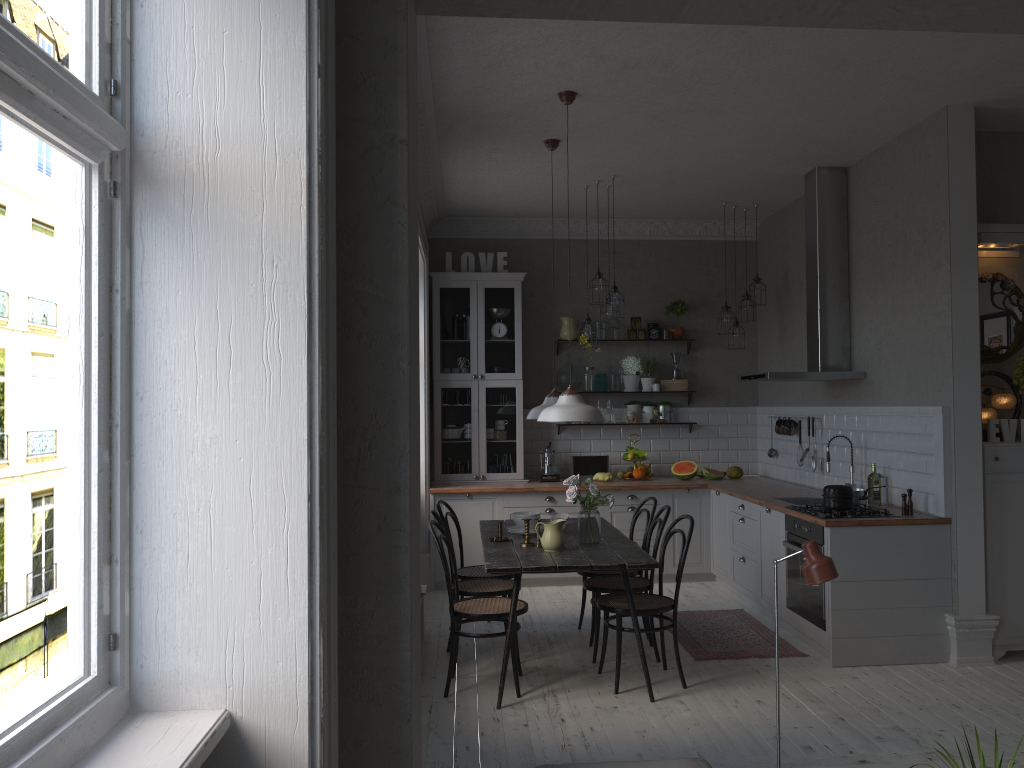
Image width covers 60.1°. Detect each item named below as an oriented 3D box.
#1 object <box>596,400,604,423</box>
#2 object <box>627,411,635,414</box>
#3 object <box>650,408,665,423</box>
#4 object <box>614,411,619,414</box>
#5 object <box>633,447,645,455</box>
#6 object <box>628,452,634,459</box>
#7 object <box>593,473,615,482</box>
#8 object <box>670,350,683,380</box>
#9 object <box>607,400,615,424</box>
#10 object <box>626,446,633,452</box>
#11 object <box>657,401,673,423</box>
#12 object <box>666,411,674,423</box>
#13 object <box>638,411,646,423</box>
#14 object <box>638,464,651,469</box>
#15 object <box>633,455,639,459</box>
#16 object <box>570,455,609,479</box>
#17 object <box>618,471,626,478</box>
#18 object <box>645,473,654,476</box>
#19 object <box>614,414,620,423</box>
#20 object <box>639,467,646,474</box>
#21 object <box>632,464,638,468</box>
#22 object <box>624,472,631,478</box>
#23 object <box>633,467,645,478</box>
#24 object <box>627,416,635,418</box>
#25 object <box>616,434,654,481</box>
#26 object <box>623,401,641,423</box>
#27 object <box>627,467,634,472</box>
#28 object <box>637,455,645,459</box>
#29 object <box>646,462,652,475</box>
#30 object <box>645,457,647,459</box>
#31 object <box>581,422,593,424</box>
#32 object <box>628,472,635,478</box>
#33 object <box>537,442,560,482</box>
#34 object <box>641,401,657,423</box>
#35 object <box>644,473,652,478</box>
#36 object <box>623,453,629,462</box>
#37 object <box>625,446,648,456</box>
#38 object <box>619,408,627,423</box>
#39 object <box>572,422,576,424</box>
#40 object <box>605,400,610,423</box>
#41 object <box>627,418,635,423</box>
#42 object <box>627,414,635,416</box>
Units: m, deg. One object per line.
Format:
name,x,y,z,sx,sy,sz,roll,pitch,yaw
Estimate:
object,0.833,0.265,8.385,0.083,0.217,0.081,0,-2,-18
object,1.116,0.282,8.308,0.078,0.051,0.076,0,-2,-19
object,1.379,0.296,8.379,0.121,0.147,0.098,1,-2,-37
object,1.011,0.297,8.416,0.077,0.083,0.078,-1,-2,13
object,1.176,0.629,8.243,0.179,0.096,0.089,-1,-2,15
object,1.091,0.660,8.123,0.058,0.069,0.079,-1,-2,15
object,0.829,0.841,7.996,0.197,0.083,0.188,0,-1,-4
object,1.569,-0.182,8.457,0.132,0.287,0.129,0,-2,-19
object,0.928,0.262,8.301,0.083,0.217,0.081,0,-2,-18
object,1.085,0.597,8.172,0.074,0.058,0.050,0,-2,-28
object,1.465,0.265,8.484,0.159,0.213,0.152,0,-1,-7
object,1.490,0.311,8.371,0.078,0.108,0.077,0,-1,-11
object,1.229,0.314,8.372,0.078,0.108,0.077,0,-1,-11
object,1.233,0.773,8.226,0.128,0.056,0.059,0,-2,-13
object,1.132,0.682,8.141,0.064,0.061,0.066,0,-1,-4
object,0.720,0.776,8.190,0.353,0.226,0.088,0,-1,-5
object,1.025,0.837,8.201,0.075,0.072,0.154,-1,-2,25
object,1.218,0.839,8.265,0.213,0.044,0.055,-2,-2,33
object,1.011,0.330,8.415,0.077,0.083,0.078,-1,-2,13
object,1.192,0.800,8.149,0.087,0.078,0.089,-1,-2,22
object,1.153,0.793,8.260,0.086,0.093,0.086,0,-1,-8
object,1.066,0.839,8.169,0.084,0.057,0.089,-1,-2,28
object,1.156,0.809,8.070,0.115,0.110,0.109,1,-2,-37
object,1.116,0.325,8.307,0.078,0.051,0.076,0,-2,-11
object,1.136,0.674,8.196,0.357,0.425,0.347,0,-2,-19
object,1.145,0.262,8.437,0.159,0.217,0.153,0,-2,-25
object,1.121,0.804,8.264,0.078,0.076,0.156,-1,-2,22
object,1.186,0.684,8.180,0.077,0.062,0.098,0,-2,-31
object,1.261,0.779,8.221,0.060,0.120,0.127,-1,-2,20
object,1.225,0.682,8.214,0.052,0.050,0.049,-1,-1,5
object,0.700,0.319,8.331,0.180,0.111,0.094,0,-2,-27
object,1.081,0.849,8.185,0.071,0.076,0.226,0,-2,-21
object,0.335,0.705,8.068,0.206,0.370,0.352,0,-1,-4
object,1.300,0.265,8.460,0.170,0.214,0.150,-1,-2,25
object,1.242,0.845,8.145,0.088,0.051,0.069,-2,-2,43
object,1.073,0.678,8.195,0.097,0.078,0.100,0,-2,-17
object,1.151,0.617,8.173,0.211,0.101,0.067,-1,-1,1
object,1.045,0.300,8.344,0.080,0.139,0.077,0,-2,-32
object,0.595,0.246,8.348,0.052,0.264,0.062,-1,-2,32
object,0.920,0.264,8.389,0.083,0.217,0.081,0,-2,-18
object,1.116,0.342,8.306,0.078,0.051,0.076,0,-2,-11
object,1.116,0.308,8.307,0.076,0.051,0.078,-1,-2,14
